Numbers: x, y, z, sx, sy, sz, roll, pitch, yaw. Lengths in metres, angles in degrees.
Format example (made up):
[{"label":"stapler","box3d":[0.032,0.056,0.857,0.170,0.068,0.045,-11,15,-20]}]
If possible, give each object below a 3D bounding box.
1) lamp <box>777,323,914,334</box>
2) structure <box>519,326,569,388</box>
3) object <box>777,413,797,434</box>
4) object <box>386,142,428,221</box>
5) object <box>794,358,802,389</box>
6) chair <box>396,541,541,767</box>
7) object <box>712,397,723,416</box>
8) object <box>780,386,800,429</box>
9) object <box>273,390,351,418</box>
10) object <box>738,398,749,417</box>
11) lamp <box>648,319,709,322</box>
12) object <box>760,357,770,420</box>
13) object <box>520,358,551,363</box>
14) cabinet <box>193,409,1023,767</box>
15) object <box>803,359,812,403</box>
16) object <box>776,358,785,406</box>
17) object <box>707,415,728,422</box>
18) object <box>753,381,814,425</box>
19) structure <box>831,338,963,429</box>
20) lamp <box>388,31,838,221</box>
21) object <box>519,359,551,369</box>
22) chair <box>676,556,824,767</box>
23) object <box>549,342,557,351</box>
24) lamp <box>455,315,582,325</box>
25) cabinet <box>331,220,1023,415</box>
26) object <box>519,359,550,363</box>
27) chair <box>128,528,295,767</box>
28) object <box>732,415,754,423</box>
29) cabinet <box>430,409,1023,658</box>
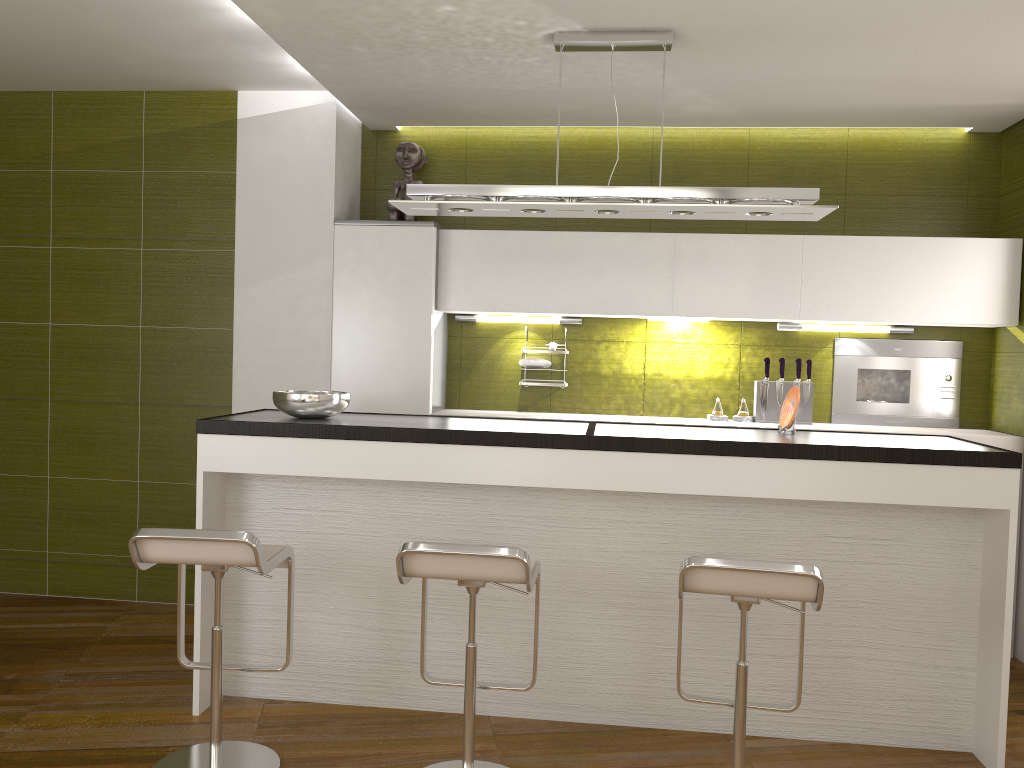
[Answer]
[{"label":"lamp","box3d":[1.796,-0.300,4.780,0.716,0.041,0.095,2,2,6]},{"label":"structure","box3d":[0.182,-0.150,4.955,0.266,0.346,0.110,2,2,6]},{"label":"object","box3d":[1.122,0.134,3.588,0.072,0.131,0.088,2,2,1]},{"label":"object","box3d":[-0.583,-1.105,4.888,0.195,0.488,0.304,2,2,4]},{"label":"object","box3d":[1.516,-0.017,4.715,0.036,0.243,0.013,2,2,6]},{"label":"chair","box3d":[-0.134,0.892,2.822,0.418,0.857,0.460,2,2,7]},{"label":"object","box3d":[1.113,0.131,4.798,0.059,0.121,0.059,0,3,-38]},{"label":"object","box3d":[1.124,0.096,3.588,0.055,0.178,0.184,2,2,3]},{"label":"object","box3d":[-0.822,0.085,3.640,0.311,0.105,0.311,3,2,19]},{"label":"object","box3d":[1.251,0.135,4.795,0.059,0.121,0.059,1,2,-27]},{"label":"lamp","box3d":[0.922,-0.351,4.919,0.334,0.008,0.008,2,2,6]},{"label":"object","box3d":[1.348,0.025,4.736,0.046,0.339,0.013,2,2,6]},{"label":"object","box3d":[0.128,-0.117,4.930,0.181,0.052,0.173,2,2,6]},{"label":"cabinet","box3d":[0.294,0.740,3.531,2.947,1.134,0.663,2,2,6]},{"label":"object","box3d":[1.567,-0.016,4.709,0.040,0.231,0.013,2,2,6]},{"label":"object","box3d":[1.428,-0.009,4.725,0.042,0.264,0.013,2,2,6]},{"label":"object","box3d":[1.111,0.185,4.800,0.107,0.032,0.107,2,2,7]},{"label":"object","box3d":[1.456,0.101,4.767,0.293,0.227,0.107,2,2,6]},{"label":"structure","box3d":[2.079,-0.003,4.793,0.663,0.469,0.015,2,2,6]},{"label":"lamp","box3d":[0.385,-1.015,3.474,1.677,0.683,0.326,2,2,6]},{"label":"object","box3d":[0.128,-0.111,4.929,0.181,0.052,0.173,2,2,6]},{"label":"chair","box3d":[0.708,0.921,2.730,0.418,0.857,0.460,2,2,12]},{"label":"object","box3d":[0.229,-0.209,4.958,0.046,0.053,0.051,3,3,38]},{"label":"lamp","box3d":[0.036,-0.362,5.003,0.715,0.041,0.041,2,2,6]},{"label":"cabinet","box3d":[0.801,0.228,4.848,3.471,2.089,0.724,2,2,6]},{"label":"object","box3d":[0.128,-0.114,4.930,0.181,0.052,0.173,2,2,6]},{"label":"chair","box3d":[-0.975,0.863,2.914,0.418,0.857,0.460,2,2,2]},{"label":"object","box3d":[1.250,0.190,4.797,0.107,0.032,0.107,2,2,18]},{"label":"cabinet","box3d":[1.036,0.743,4.716,2.940,1.086,0.465,2,2,6]}]
